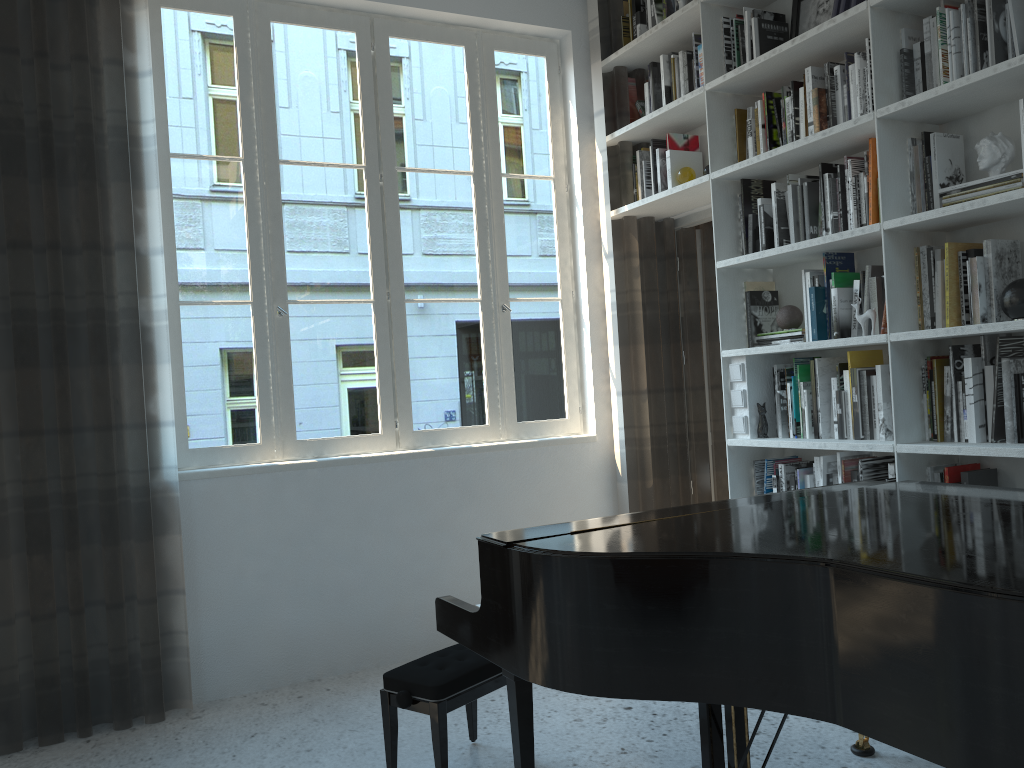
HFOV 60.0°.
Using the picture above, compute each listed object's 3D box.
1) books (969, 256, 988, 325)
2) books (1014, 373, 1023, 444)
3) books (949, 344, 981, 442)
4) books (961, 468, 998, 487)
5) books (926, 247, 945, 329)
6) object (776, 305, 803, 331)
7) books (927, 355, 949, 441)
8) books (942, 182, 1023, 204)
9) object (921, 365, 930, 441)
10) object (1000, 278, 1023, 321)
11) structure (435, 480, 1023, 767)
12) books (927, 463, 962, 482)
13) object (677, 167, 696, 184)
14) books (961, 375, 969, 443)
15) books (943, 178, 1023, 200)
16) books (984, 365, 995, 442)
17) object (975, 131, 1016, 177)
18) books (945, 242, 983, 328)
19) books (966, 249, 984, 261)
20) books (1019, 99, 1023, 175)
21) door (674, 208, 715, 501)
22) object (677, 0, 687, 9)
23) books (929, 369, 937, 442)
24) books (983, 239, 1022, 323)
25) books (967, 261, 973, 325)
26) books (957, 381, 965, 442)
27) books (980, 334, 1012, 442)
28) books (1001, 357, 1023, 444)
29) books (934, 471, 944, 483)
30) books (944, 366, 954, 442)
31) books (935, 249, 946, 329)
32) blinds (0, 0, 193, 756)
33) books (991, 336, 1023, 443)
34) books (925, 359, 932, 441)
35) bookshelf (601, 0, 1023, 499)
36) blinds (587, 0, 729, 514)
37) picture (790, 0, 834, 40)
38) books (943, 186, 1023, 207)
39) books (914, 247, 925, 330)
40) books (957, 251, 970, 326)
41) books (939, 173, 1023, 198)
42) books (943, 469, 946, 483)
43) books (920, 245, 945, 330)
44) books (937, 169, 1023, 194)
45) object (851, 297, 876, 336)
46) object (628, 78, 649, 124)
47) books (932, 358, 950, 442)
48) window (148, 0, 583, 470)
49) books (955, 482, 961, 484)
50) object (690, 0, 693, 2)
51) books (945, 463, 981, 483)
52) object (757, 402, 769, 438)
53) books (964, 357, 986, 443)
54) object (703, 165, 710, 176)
[{"bbox_3d":[1.522,-0.293,2.806,0.175,0.216,0.028,-4,0,-27],"label":"books"},{"bbox_3d":[1.604,0.070,2.716,0.160,0.212,0.023,-4,0,-27],"label":"books"},{"bbox_3d":[1.497,0.028,2.897,0.166,0.313,0.014,-4,0,-27],"label":"books"},{"bbox_3d":[1.539,0.419,2.908,0.146,0.273,0.026,-4,0,-27],"label":"books"},{"bbox_3d":[1.455,-0.317,2.961,0.154,0.275,0.026,-4,0,-27],"label":"books"},{"bbox_3d":[1.122,-0.266,3.584,0.105,0.106,0.105,-4,0,41],"label":"object"},{"bbox_3d":[1.458,0.046,2.986,0.146,0.283,0.013,-4,0,-27],"label":"books"},{"bbox_3d":[1.517,-0.595,2.787,0.161,0.012,0.254,-3,-1,-32],"label":"books"},{"bbox_3d":[1.457,0.061,3.014,0.161,0.254,0.012,-4,0,-27],"label":"object"},{"bbox_3d":[1.565,-0.256,2.704,0.134,0.135,0.133,-4,0,22],"label":"object"},{"bbox_3d":[0.820,0.714,1.863,1.334,0.833,1.919,-3,0,-27],"label":"structure"},{"bbox_3d":[1.480,0.418,3.016,0.159,0.285,0.012,-4,0,-27],"label":"books"},{"bbox_3d":[0.796,-0.947,4.049,0.087,0.088,0.086,-4,0,22],"label":"object"},{"bbox_3d":[1.520,0.075,2.860,0.172,0.215,0.021,-4,0,-27],"label":"books"},{"bbox_3d":[1.520,-0.608,2.789,0.161,0.012,0.254,-3,-1,-30],"label":"books"},{"bbox_3d":[1.560,0.059,2.809,0.135,0.241,0.029,-4,0,-27],"label":"books"},{"bbox_3d":[1.518,-0.716,2.785,0.121,0.157,0.095,-4,0,-13],"label":"object"},{"bbox_3d":[1.472,-0.318,2.872,0.190,0.274,0.026,-4,0,-27],"label":"books"},{"bbox_3d":[1.525,-0.308,2.851,0.142,0.248,0.028,-4,0,-27],"label":"books"},{"bbox_3d":[1.577,-0.700,2.645,0.159,0.285,0.012,-4,0,-27],"label":"books"},{"bbox_3d":[1.378,0.123,4.399,0.786,1.981,0.834,-4,0,-27],"label":"door"},{"bbox_3d":[0.745,-1.687,3.878,0.067,0.198,0.067,-3,0,16],"label":"object"},{"bbox_3d":[1.467,0.067,2.965,0.157,0.239,0.030,-4,0,-27],"label":"books"},{"bbox_3d":[1.546,-0.319,2.788,0.144,0.266,0.028,-4,0,-27],"label":"books"},{"bbox_3d":[1.517,-0.288,2.825,0.180,0.208,0.011,-4,0,-27],"label":"books"},{"bbox_3d":[1.514,0.085,2.883,0.156,0.196,0.024,-4,0,-27],"label":"books"},{"bbox_3d":[1.555,0.011,2.830,0.138,0.339,0.013,-4,0,-27],"label":"books"},{"bbox_3d":[1.578,0.048,2.731,0.163,0.261,0.027,-4,0,-27],"label":"books"},{"bbox_3d":[1.489,0.426,3.001,0.134,0.266,0.023,-4,0,-27],"label":"books"},{"bbox_3d":[1.488,0.061,2.923,0.162,0.248,0.042,-4,0,-27],"label":"books"},{"bbox_3d":[1.463,-0.312,2.930,0.166,0.263,0.036,-4,0,-27],"label":"books"},{"bbox_3d":[-1.682,-0.326,3.258,0.776,3.231,0.140,-4,0,-27],"label":"blinds"},{"bbox_3d":[1.561,0.015,2.766,0.166,0.328,0.050,-4,0,-27],"label":"books"},{"bbox_3d":[1.461,0.050,3.002,0.147,0.275,0.013,-4,0,-27],"label":"books"},{"bbox_3d":[2.017,-0.501,1.682,0.330,3.142,6.299,-4,0,-27],"label":"bookshelf"},{"bbox_3d":[0.809,-0.471,4.510,0.776,3.231,0.140,-4,0,-27],"label":"blinds"},{"bbox_3d":[1.198,-1.422,3.443,0.077,0.300,0.300,-4,0,-27],"label":"picture"},{"bbox_3d":[1.520,-0.583,2.788,0.161,0.012,0.254,-3,-1,-31],"label":"books"},{"bbox_3d":[1.434,-0.320,3.013,0.159,0.285,0.012,-4,0,-27],"label":"books"},{"bbox_3d":[1.501,-0.305,2.863,0.153,0.244,0.014,-4,0,-27],"label":"books"},{"bbox_3d":[1.522,-0.620,2.790,0.159,0.012,0.285,-3,0,-25],"label":"books"},{"bbox_3d":[1.501,0.417,2.960,0.149,0.282,0.010,-4,0,-27],"label":"books"},{"bbox_3d":[1.439,-0.321,2.981,0.145,0.284,0.025,-4,0,-27],"label":"books"},{"bbox_3d":[1.517,-0.632,2.787,0.159,0.012,0.285,-3,-1,-31],"label":"books"},{"bbox_3d":[1.222,-0.233,3.080,0.044,0.140,0.082,-4,0,-43],"label":"object"},{"bbox_3d":[0.645,-1.371,4.409,0.176,0.295,0.035,-4,0,-27],"label":"object"},{"bbox_3d":[1.468,0.050,2.943,0.181,0.272,0.012,-4,0,-27],"label":"books"},{"bbox_3d":[-0.572,-0.684,4.013,1.982,2.009,0.073,-3,0,-27],"label":"window"},{"bbox_3d":[1.507,0.439,2.918,0.172,0.237,0.023,-4,0,-27],"label":"books"},{"bbox_3d":[0.781,-1.690,3.805,0.067,0.198,0.067,-3,0,16],"label":"object"},{"bbox_3d":[1.508,0.414,2.951,0.160,0.288,0.013,-4,0,-27],"label":"books"},{"bbox_3d":[1.013,0.148,3.589,0.045,0.146,0.045,-3,0,12],"label":"object"},{"bbox_3d":[1.526,0.048,2.837,0.185,0.269,0.027,-4,0,-27],"label":"books"},{"bbox_3d":[0.891,-0.946,3.967,0.071,0.072,0.071,-4,0,41],"label":"object"}]
